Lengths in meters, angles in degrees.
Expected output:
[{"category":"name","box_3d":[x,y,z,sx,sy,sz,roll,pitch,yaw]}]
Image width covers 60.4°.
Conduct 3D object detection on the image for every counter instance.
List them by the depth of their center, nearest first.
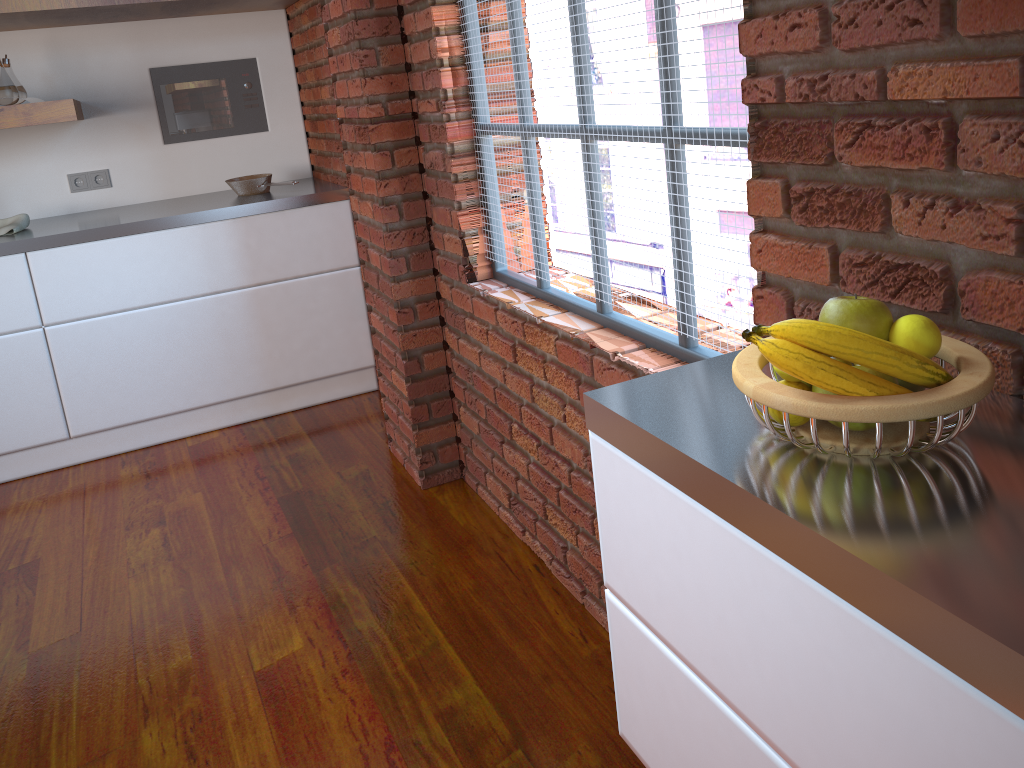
[{"category":"counter","box_3d":[-1.695,-0.625,3.480,2.002,0.043,0.731,-15,21,-21]}]

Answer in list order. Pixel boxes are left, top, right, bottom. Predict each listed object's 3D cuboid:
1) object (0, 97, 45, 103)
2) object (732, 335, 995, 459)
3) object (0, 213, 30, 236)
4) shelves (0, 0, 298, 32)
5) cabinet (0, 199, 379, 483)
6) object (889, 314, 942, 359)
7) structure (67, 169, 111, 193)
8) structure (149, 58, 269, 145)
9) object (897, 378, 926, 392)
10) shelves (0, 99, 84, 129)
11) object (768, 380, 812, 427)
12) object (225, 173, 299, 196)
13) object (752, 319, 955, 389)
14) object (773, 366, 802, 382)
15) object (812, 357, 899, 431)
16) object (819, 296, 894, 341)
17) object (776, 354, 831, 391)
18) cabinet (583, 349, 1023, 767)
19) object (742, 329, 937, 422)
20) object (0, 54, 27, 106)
[{"category":"object","box_3d":[-1.888,-1.061,3.315,0.196,0.032,0.230,-11,20,-12]},{"category":"object","box_3d":[0.337,0.011,0.859,0.235,0.069,0.243,2,21,24]},{"category":"object","box_3d":[-1.956,-0.600,3.337,0.204,0.060,0.202,-7,19,0]},{"category":"shelves","box_3d":[-1.803,-1.411,3.320,1.995,0.074,0.670,-15,21,-21]},{"category":"cabinet","box_3d":[-1.647,-0.219,3.577,2.002,0.795,0.727,-14,18,-21]},{"category":"object","box_3d":[0.382,-0.043,0.834,0.046,0.045,0.056,-1,18,19]},{"category":"structure","box_3d":[-1.821,-0.876,3.792,0.161,0.078,0.033,-14,16,-22]},{"category":"structure","box_3d":[-1.345,-1.266,3.934,0.461,0.325,0.013,-14,15,-22]},{"category":"object","box_3d":[0.376,-0.008,0.876,0.070,0.067,0.070,-11,17,-12]},{"category":"shelves","box_3d":[-2.174,-0.942,3.237,1.075,0.074,0.670,-14,21,-21]},{"category":"object","box_3d":[0.274,0.019,0.865,0.046,0.044,0.057,-4,17,11]},{"category":"object","box_3d":[-1.054,-0.824,3.663,0.198,0.072,0.352,-22,25,-38]},{"category":"object","box_3d":[0.315,-0.022,0.804,0.183,0.082,0.068,-2,17,15]},{"category":"object","box_3d":[0.279,-0.029,0.861,0.052,0.051,0.045,-17,19,-32]},{"category":"object","box_3d":[0.325,0.009,0.833,0.077,0.064,0.078,-3,17,11]},{"category":"object","box_3d":[0.338,-0.056,0.863,0.069,0.060,0.070,-8,17,-5]},{"category":"object","box_3d":[0.310,-0.016,0.904,0.074,0.073,0.074,8,22,41]},{"category":"cabinet","box_3d":[0.589,0.416,0.426,0.340,0.461,1.660,-13,20,-20]},{"category":"object","box_3d":[0.302,0.000,0.797,0.176,0.092,0.066,-2,16,14]},{"category":"object","box_3d":[-1.897,-1.139,3.298,0.094,0.187,0.208,-10,17,-12]}]
